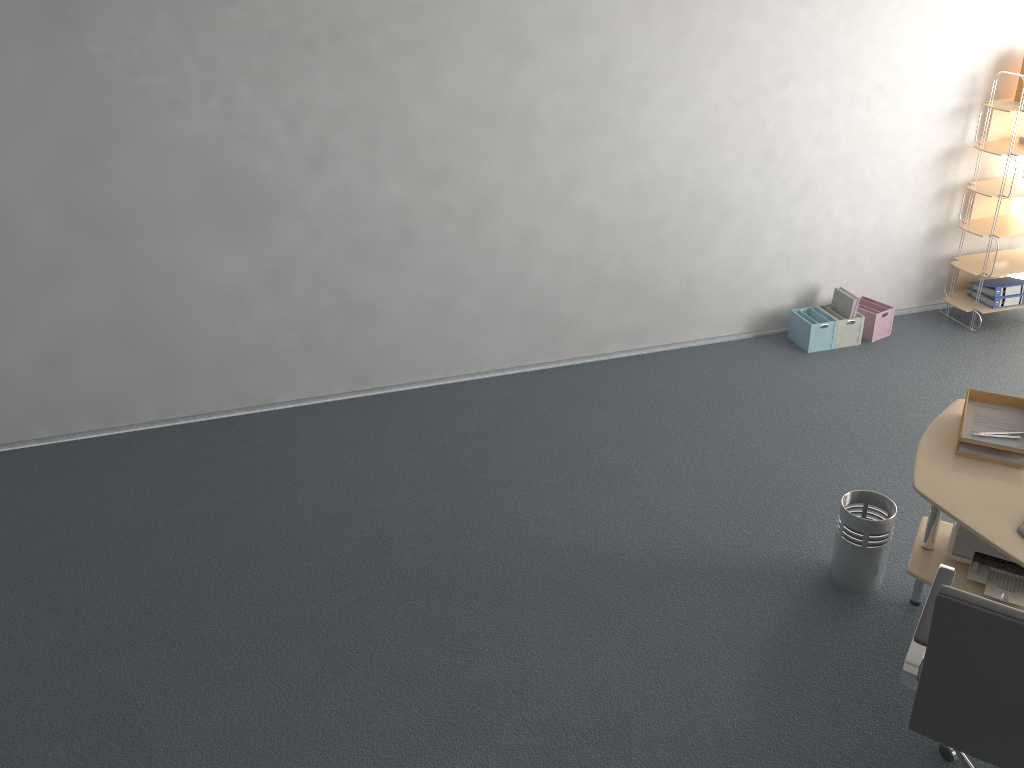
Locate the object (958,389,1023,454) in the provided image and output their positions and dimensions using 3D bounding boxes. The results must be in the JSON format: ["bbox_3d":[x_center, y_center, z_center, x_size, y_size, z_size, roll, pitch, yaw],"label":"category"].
[{"bbox_3d":[1.745,0.130,3.185,0.225,0.060,0.309,12,31,26],"label":"object"}]

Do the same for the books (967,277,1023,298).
[{"bbox_3d":[3.199,-0.646,5.782,0.320,0.100,0.263,-8,29,-10],"label":"books"}]

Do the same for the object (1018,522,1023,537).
[{"bbox_3d":[2.018,0.444,2.781,0.814,0.082,0.478,-19,32,-28],"label":"object"}]

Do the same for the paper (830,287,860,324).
[{"bbox_3d":[2.090,-0.433,5.613,0.068,0.306,0.220,-9,29,-11],"label":"paper"}]

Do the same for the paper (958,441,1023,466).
[{"bbox_3d":[1.747,0.191,3.217,0.210,0.019,0.297,12,31,26],"label":"paper"}]

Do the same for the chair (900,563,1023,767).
[{"bbox_3d":[1.403,0.880,2.435,0.584,1.048,0.652,17,33,32],"label":"chair"}]

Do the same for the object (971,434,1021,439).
[{"bbox_3d":[1.696,0.182,3.110,0.159,0.009,0.008,4,29,12],"label":"object"}]

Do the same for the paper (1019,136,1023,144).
[{"bbox_3d":[3.270,-1.469,5.361,0.297,0.046,0.213,-9,29,-11],"label":"paper"}]

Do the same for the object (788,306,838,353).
[{"bbox_3d":[1.899,-0.341,5.606,0.185,0.202,0.245,-9,29,-12],"label":"object"}]

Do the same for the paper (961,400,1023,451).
[{"bbox_3d":[1.745,0.146,3.192,0.210,0.010,0.297,12,31,26],"label":"paper"}]

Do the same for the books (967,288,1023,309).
[{"bbox_3d":[3.203,-0.593,5.799,0.320,0.072,0.262,-8,29,-10],"label":"books"}]

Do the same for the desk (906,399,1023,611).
[{"bbox_3d":[1.893,0.413,2.721,0.967,1.566,1.469,-24,35,-34],"label":"desk"}]

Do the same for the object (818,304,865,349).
[{"bbox_3d":[2.078,-0.369,5.643,0.185,0.202,0.245,-9,29,-12],"label":"object"}]

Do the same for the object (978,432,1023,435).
[{"bbox_3d":[1.722,0.174,3.122,0.159,0.009,0.008,0,28,5],"label":"object"}]

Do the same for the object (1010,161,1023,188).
[{"bbox_3d":[3.178,-1.287,5.421,0.192,0.161,0.077,0,28,5],"label":"object"}]

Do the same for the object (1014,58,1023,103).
[{"bbox_3d":[3.096,-1.770,5.173,0.113,0.259,0.243,-10,29,-13],"label":"object"}]

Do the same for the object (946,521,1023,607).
[{"bbox_3d":[1.816,0.632,3.207,0.438,0.162,0.351,15,33,30],"label":"object"}]

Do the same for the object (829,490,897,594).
[{"bbox_3d":[1.423,0.646,3.604,0.208,0.377,0.208,-1,28,3],"label":"object"}]

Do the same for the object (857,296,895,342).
[{"bbox_3d":[2.289,-0.415,5.712,0.185,0.202,0.245,-18,32,-27],"label":"object"}]

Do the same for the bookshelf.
[{"bbox_3d":[3.189,-1.138,5.527,0.724,1.572,0.381,-8,29,-11],"label":"bookshelf"}]

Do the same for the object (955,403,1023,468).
[{"bbox_3d":[1.747,0.180,3.212,0.225,0.060,0.309,12,31,26],"label":"object"}]
